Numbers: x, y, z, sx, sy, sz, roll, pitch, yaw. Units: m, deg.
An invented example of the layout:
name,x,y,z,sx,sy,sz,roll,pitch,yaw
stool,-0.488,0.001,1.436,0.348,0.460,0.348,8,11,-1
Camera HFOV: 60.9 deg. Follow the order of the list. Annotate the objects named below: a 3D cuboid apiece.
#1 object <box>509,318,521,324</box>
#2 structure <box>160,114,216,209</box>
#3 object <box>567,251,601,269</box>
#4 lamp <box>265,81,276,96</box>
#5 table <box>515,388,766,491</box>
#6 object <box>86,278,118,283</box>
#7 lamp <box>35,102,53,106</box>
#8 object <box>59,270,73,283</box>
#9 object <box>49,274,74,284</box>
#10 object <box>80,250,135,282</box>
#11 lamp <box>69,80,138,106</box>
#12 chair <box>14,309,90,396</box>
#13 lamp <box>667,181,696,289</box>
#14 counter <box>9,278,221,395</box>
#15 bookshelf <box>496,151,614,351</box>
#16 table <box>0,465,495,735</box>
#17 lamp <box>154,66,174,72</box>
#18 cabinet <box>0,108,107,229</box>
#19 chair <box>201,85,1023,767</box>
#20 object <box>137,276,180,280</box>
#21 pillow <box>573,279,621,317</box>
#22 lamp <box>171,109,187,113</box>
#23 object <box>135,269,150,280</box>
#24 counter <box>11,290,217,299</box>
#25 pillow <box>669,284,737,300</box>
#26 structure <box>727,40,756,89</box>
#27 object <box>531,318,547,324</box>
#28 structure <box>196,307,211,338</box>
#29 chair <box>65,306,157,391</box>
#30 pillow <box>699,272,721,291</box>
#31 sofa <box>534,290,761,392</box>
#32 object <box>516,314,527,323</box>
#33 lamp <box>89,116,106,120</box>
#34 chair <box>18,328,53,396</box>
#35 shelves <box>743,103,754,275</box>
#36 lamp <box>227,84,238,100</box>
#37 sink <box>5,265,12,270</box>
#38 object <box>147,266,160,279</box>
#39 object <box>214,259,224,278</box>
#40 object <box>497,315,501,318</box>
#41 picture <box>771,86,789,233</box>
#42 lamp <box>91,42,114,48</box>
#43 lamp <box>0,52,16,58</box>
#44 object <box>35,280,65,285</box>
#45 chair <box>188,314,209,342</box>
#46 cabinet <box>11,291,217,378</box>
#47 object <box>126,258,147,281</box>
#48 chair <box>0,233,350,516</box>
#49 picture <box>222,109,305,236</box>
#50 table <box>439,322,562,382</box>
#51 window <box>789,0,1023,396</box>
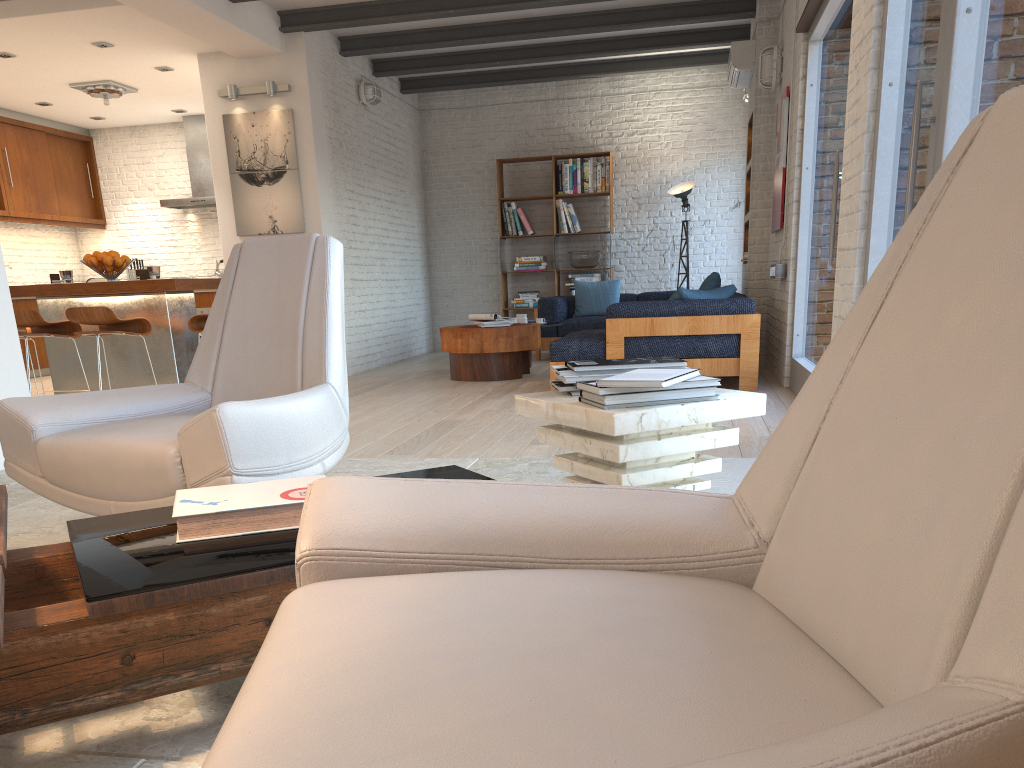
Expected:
name,x,y,z,sx,sy,sz,roll,pitch,yaw
object,0.009,-0.574,7.935,0.146,0.058,0.168,-2,8,1
structure,-3.660,-2.630,10.314,0.985,1.033,0.438,0,15,11
object,0.865,-1.480,10.429,0.394,0.210,0.395,-9,11,-36
lamp,-2.062,-2.525,7.452,0.079,0.108,0.077,8,16,38
table,0.352,0.281,2.483,0.489,0.524,0.481,-9,13,-28
object,-5.237,-1.274,11.123,0.344,0.166,0.241,-1,10,11
lamp,-4.946,-2.975,9.206,0.124,0.057,0.119,-1,9,11
object,-3.173,-0.764,6.216,0.091,0.088,0.087,-1,11,8
object,-3.269,-0.759,6.329,0.114,0.085,0.090,0,11,11
object,-2.879,-0.837,6.231,0.363,0.231,0.353,-6,10,-23
lamp,-4.014,-2.842,8.607,0.450,0.177,0.434,-1,8,11
chair,-3.224,-0.120,5.987,0.405,0.806,0.404,1,14,11
lamp,2.082,-1.340,9.852,0.504,1.920,0.835,-7,15,-16
counter,-2.725,-0.341,7.035,1.686,0.956,2.405,0,8,11
bookshelf,0.539,-1.532,10.442,1.317,2.291,0.349,0,16,11
table,-0.869,0.457,1.712,1.949,0.446,2.149,-6,8,-27
lamp,-3.188,-2.906,7.988,0.124,0.057,0.119,-1,9,11
cabinet,-5.684,-2.344,9.348,0.462,1.206,3.220,1,8,11
chair,0.187,0.212,0.926,0.983,1.039,0.987,-3,12,-4
object,-2.488,-0.744,6.135,0.395,0.036,0.191,-1,7,15
pillow,0.949,-0.952,9.679,0.555,0.426,0.214,0,14,10
lamp,-3.759,-3.098,9.839,0.124,0.057,0.119,-1,9,11
object,-2.607,-0.771,6.192,0.092,0.085,0.112,-10,12,-33
counter,-4.130,-1.005,9.445,3.521,0.073,3.212,-1,7,11
pillow,1.362,-0.560,6.481,0.558,0.341,0.367,-7,12,-28
structure,2.022,-2.813,7.712,0.200,0.228,0.785,0,8,11
object,0.256,-0.599,8.372,0.155,0.059,0.260,-2,7,4
structure,-3.615,-0.653,10.744,0.669,0.601,0.480,0,13,11
chair,-2.696,-0.130,5.882,0.405,0.806,0.404,1,14,11
pillow,1.721,-0.770,7.706,0.254,0.432,1.167,0,8,11
sofa,1.080,-0.491,8.120,2.079,0.686,3.806,-1,7,11
object,0.090,-0.601,8.215,0.107,0.112,0.104,4,13,27
lamp,-4.776,-3.080,10.040,0.124,0.057,0.119,-1,9,11
chair,-3.669,-0.173,6.600,0.422,0.806,0.387,1,14,11
shelves,2.256,-1.737,7.977,0.192,1.485,0.736,1,14,11
lamp,-2.410,-2.519,7.521,0.079,0.108,0.077,8,16,38
sink,-5.479,-1.151,10.038,0.517,0.445,0.826,0,9,11
object,-2.500,-0.777,6.094,0.091,0.088,0.088,3,13,26
object,-3.406,-1.362,10.469,0.260,0.286,0.254,5,14,32
object,-0.042,-0.653,8.779,0.185,0.095,0.189,4,11,36
picture,2.047,-1.675,6.665,0.019,0.998,0.713,1,13,11
lamp,-3.359,-2.801,7.152,0.124,0.057,0.119,-1,9,11
lamp,-4.270,-2.785,7.333,0.124,0.057,0.119,-1,9,11
object,-3.239,-0.730,6.275,0.287,0.036,0.198,-1,7,12
chair,-1.997,-0.203,6.269,0.422,0.806,0.387,1,14,11
cabinet,-4.351,-1.573,9.689,4.739,2.948,2.196,-6,13,-23
object,-4.746,-1.396,11.038,0.322,0.391,0.063,0,16,11
chair,-0.972,0.031,2.882,1.021,1.057,0.939,4,13,27
picture,-2.199,-1.861,7.731,0.655,1.057,0.019,0,16,11
table,-0.144,-0.345,8.273,1.075,0.464,1.766,0,8,17
window,1.770,-2.951,3.564,0.647,6.646,11.879,1,9,11
